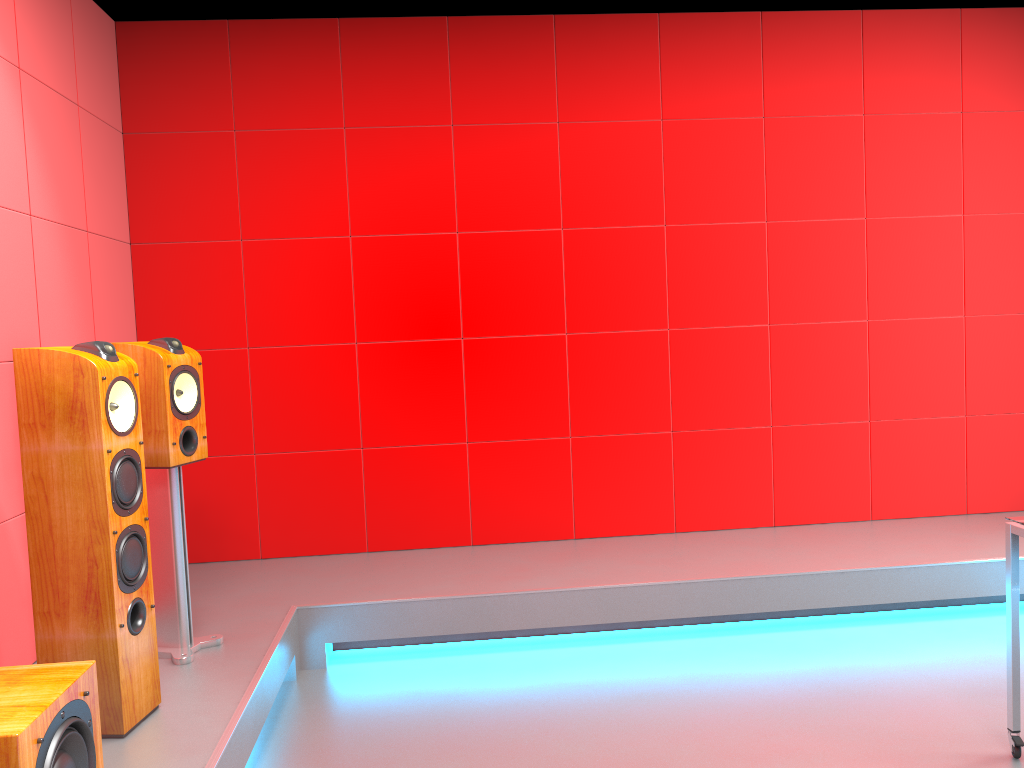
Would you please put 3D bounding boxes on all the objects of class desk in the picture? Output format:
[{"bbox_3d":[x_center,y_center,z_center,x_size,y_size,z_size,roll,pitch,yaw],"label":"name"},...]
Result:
[{"bbox_3d":[1.758,0.756,1.769,0.594,0.690,1.617,-3,4,-5],"label":"desk"}]

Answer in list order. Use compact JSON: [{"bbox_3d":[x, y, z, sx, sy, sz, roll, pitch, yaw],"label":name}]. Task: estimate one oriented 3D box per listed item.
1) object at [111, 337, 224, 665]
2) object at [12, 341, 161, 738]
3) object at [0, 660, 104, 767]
[{"bbox_3d":[-1.169,0.375,2.968,0.265,1.058,0.231,-2,4,15],"label":"object"},{"bbox_3d":[-1.146,0.411,2.420,0.238,1.052,0.203,-2,4,5],"label":"object"},{"bbox_3d":[-1.048,0.795,1.741,0.360,0.360,0.360,-3,4,-5],"label":"object"}]
